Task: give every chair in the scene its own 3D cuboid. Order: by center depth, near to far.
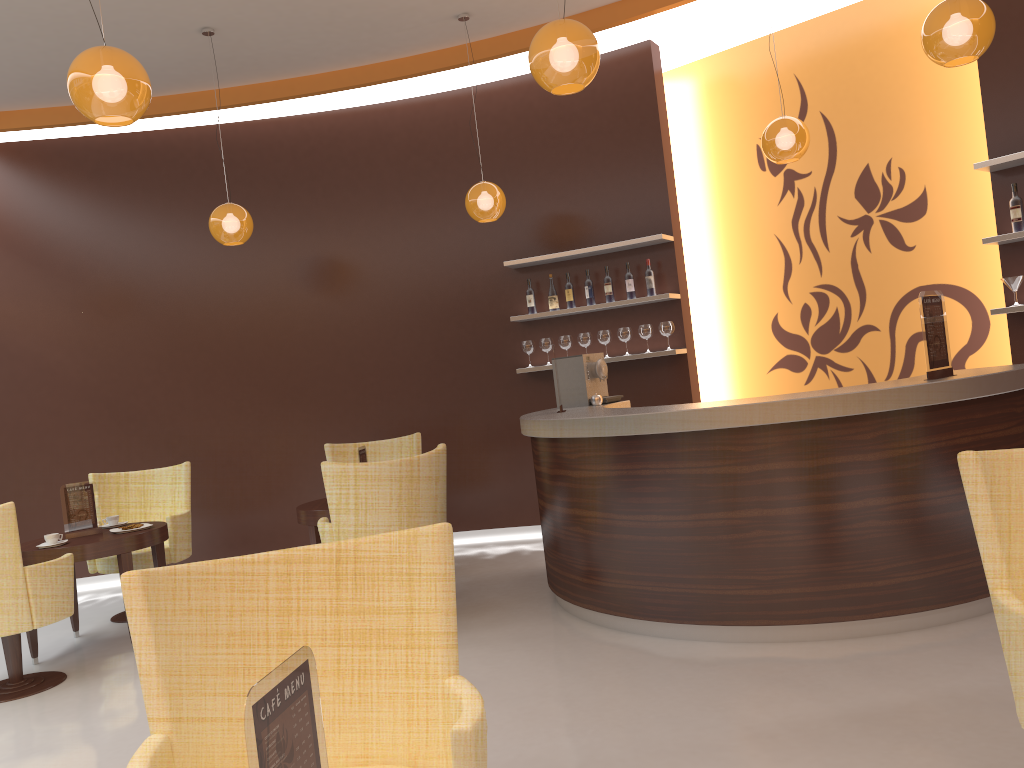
[{"bbox_3d":[-0.408,0.866,1.871,0.729,1.017,0.685,-7,0,-12],"label":"chair"},{"bbox_3d":[1.524,0.636,2.073,0.729,1.017,0.685,-7,0,8],"label":"chair"},{"bbox_3d":[-2.726,1.127,4.703,0.729,1.017,0.685,-7,0,23],"label":"chair"},{"bbox_3d":[-0.700,0.886,4.981,0.729,1.017,0.685,-7,0,-30],"label":"chair"},{"bbox_3d":[-2.628,1.108,6.300,0.729,1.017,0.685,-7,0,-5],"label":"chair"},{"bbox_3d":[-0.988,0.912,6.555,0.729,1.017,0.685,-7,0,-2],"label":"chair"}]

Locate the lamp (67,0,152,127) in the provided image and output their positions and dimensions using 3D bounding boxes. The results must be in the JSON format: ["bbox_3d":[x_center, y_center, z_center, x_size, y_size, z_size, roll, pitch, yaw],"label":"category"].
[{"bbox_3d":[-1.624,-1.758,3.419,0.299,1.500,0.299,-7,0,2],"label":"lamp"}]

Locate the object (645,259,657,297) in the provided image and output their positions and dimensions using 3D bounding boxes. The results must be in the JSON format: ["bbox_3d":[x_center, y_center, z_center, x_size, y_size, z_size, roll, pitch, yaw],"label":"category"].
[{"bbox_3d":[1.059,-0.811,6.799,0.073,0.297,0.073,-7,0,1],"label":"object"}]

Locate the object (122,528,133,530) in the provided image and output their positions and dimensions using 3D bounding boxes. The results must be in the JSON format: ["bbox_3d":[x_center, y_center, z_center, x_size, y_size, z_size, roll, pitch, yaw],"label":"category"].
[{"bbox_3d":[-2.369,0.893,5.465,0.051,0.018,0.054,-7,0,39],"label":"object"}]

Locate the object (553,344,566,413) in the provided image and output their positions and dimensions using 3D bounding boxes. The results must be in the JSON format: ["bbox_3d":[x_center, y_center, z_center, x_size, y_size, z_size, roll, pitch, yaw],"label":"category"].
[{"bbox_3d":[0.279,-0.036,5.420,0.052,0.414,0.258,-7,0,5],"label":"object"}]

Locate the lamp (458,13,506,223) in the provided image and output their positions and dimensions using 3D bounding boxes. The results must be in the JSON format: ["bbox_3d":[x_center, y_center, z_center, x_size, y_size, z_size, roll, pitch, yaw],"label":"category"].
[{"bbox_3d":[-0.265,-1.934,6.453,0.299,1.500,0.299,-7,0,-30],"label":"lamp"}]

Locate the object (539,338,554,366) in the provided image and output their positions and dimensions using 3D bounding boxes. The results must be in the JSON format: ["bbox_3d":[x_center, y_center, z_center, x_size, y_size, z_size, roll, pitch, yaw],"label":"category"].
[{"bbox_3d":[0.286,-0.259,7.174,0.125,0.221,0.125,-7,0,16],"label":"object"}]

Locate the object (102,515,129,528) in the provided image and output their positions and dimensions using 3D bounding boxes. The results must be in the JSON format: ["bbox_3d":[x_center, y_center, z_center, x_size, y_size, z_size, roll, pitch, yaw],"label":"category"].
[{"bbox_3d":[-2.616,0.903,5.821,0.153,0.069,0.153,-7,0,14],"label":"object"}]

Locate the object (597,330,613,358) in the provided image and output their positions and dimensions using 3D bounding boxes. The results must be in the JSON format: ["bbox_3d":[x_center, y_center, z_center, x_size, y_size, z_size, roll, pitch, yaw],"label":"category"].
[{"bbox_3d":[0.737,-0.311,6.989,0.125,0.221,0.125,-7,0,16],"label":"object"}]

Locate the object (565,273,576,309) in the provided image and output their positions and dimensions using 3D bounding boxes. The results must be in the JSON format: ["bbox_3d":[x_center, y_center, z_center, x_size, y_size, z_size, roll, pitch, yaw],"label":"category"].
[{"bbox_3d":[0.461,-0.742,7.089,0.073,0.297,0.073,-7,0,-39],"label":"object"}]

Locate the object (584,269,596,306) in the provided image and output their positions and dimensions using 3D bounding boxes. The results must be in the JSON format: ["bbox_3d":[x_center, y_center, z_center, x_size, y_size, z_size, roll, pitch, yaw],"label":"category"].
[{"bbox_3d":[0.613,-0.759,7.023,0.073,0.297,0.073,-7,0,1],"label":"object"}]

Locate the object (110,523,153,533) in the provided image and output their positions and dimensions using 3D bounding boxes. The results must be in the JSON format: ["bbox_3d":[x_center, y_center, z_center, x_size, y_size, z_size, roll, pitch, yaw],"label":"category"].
[{"bbox_3d":[-2.365,0.900,5.514,0.234,0.020,0.234,-7,0,-37],"label":"object"}]

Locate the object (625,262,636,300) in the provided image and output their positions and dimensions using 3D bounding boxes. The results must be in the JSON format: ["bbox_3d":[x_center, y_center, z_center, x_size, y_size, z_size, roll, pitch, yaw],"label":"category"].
[{"bbox_3d":[0.914,-0.794,6.876,0.073,0.297,0.073,-7,0,-11],"label":"object"}]

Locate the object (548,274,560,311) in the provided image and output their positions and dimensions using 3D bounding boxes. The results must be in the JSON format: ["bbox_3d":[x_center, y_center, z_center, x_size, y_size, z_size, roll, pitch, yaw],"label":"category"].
[{"bbox_3d":[0.329,-0.731,7.145,0.086,0.303,0.086,-7,0,-30],"label":"object"}]

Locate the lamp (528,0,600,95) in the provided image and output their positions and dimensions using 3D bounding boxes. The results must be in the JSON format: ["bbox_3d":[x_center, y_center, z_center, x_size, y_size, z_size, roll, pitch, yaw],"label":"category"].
[{"bbox_3d":[0.144,-1.969,3.683,0.299,1.500,0.299,-7,0,-30],"label":"lamp"}]

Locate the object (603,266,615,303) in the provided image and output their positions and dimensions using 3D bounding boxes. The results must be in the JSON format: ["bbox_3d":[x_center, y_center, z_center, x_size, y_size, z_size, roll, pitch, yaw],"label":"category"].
[{"bbox_3d":[0.758,-0.776,6.953,0.073,0.297,0.073,-7,0,1],"label":"object"}]

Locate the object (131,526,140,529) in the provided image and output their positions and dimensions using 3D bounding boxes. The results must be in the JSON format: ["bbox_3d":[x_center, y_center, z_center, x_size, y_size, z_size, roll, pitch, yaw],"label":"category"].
[{"bbox_3d":[-2.332,0.888,5.493,0.055,0.014,0.053,-7,0,-25],"label":"object"}]

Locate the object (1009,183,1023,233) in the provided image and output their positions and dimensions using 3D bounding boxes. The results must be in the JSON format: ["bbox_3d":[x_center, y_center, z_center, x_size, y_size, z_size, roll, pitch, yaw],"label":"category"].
[{"bbox_3d":[2.960,-1.028,5.197,0.073,0.297,0.073,-7,0,29],"label":"object"}]

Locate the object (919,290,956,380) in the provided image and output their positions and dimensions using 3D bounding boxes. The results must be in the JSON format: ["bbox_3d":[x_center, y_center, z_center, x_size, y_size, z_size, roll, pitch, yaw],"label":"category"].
[{"bbox_3d":[2.006,-0.235,4.199,0.258,0.414,0.052,-7,0,-40],"label":"object"}]

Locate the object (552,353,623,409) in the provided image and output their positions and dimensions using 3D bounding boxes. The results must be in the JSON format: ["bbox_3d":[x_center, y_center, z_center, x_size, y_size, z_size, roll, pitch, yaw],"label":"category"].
[{"bbox_3d":[0.513,-0.029,5.955,0.373,0.340,0.270,-7,0,37],"label":"object"}]

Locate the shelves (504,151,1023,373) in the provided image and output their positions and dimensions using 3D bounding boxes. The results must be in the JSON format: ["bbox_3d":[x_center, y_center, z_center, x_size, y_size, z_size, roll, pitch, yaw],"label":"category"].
[{"bbox_3d":[1.934,-0.757,5.921,4.744,0.902,0.586,-7,0,39],"label":"shelves"}]

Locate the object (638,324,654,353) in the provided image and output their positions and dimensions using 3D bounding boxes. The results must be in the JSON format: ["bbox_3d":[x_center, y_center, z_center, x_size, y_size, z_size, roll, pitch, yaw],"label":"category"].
[{"bbox_3d":[1.040,-0.346,6.843,0.125,0.221,0.125,-7,0,16],"label":"object"}]

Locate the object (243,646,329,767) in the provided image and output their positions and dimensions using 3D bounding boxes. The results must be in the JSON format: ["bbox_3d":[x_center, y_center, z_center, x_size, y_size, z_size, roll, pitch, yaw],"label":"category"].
[{"bbox_3d":[-0.267,0.513,1.095,0.042,0.335,0.209,-7,0,10],"label":"object"}]

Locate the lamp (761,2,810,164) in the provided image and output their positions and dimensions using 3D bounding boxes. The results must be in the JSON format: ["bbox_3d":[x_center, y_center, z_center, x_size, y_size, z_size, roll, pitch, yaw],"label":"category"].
[{"bbox_3d":[1.664,-2.158,5.629,0.299,1.500,0.299,-7,0,10],"label":"lamp"}]

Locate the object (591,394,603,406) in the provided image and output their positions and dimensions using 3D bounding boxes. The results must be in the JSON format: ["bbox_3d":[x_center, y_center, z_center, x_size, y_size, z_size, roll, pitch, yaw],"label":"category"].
[{"bbox_3d":[0.545,0.101,5.700,0.075,0.077,0.075,-7,0,-40],"label":"object"}]

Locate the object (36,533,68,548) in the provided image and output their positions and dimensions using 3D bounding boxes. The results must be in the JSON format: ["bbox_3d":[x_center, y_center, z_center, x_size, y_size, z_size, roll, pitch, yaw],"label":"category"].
[{"bbox_3d":[-2.692,0.915,5.188,0.153,0.069,0.153,-7,0,-8],"label":"object"}]

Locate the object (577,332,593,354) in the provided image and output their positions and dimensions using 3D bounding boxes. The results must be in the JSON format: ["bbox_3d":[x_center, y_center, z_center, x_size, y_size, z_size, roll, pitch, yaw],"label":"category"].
[{"bbox_3d":[0.587,-0.294,7.052,0.125,0.221,0.125,-7,0,16],"label":"object"}]

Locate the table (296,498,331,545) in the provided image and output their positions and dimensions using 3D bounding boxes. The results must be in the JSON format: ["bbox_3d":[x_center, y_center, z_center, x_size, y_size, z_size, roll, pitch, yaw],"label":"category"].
[{"bbox_3d":[-0.914,1.078,5.761,0.874,0.679,0.872,-7,0,38],"label":"table"}]

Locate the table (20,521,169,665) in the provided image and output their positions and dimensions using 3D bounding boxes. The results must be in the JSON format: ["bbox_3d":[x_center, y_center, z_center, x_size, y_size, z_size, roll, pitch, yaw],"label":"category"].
[{"bbox_3d":[-2.567,1.275,5.505,0.874,0.679,0.872,-7,0,38],"label":"table"}]

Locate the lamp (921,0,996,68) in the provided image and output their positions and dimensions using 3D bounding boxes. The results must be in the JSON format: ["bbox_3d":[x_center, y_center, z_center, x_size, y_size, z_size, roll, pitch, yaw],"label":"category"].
[{"bbox_3d":[1.912,-2.180,3.947,0.299,1.500,0.299,-7,0,10],"label":"lamp"}]

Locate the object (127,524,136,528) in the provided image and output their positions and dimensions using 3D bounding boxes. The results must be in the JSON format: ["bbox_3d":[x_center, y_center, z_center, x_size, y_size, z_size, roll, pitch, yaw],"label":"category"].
[{"bbox_3d":[-2.390,0.892,5.561,0.054,0.018,0.051,-7,0,-10],"label":"object"}]

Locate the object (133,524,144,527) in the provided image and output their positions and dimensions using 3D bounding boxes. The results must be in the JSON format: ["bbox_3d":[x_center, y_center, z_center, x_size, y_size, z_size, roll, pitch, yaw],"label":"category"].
[{"bbox_3d":[-2.344,0.889,5.558,0.055,0.018,0.052,-7,0,16],"label":"object"}]

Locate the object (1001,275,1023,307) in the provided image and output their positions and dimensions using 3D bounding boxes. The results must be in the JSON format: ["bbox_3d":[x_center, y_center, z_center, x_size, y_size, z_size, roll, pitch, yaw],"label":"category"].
[{"bbox_3d":[2.983,-0.547,5.258,0.137,0.174,0.137,-7,0,-44],"label":"object"}]

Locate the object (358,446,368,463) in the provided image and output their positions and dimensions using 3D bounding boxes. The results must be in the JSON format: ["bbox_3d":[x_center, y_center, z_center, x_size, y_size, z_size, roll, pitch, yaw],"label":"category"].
[{"bbox_3d":[-0.958,0.572,5.763,0.042,0.335,0.209,-7,0,5],"label":"object"}]

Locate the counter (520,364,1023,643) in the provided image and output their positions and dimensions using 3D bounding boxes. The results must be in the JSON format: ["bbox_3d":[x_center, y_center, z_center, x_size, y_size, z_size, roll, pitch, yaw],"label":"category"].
[{"bbox_3d":[1.165,0.624,4.799,2.917,1.100,1.586,-7,0,37],"label":"counter"}]

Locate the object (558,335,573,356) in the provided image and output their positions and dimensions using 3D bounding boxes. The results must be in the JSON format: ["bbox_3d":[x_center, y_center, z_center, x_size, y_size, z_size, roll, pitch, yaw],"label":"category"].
[{"bbox_3d":[0.438,-0.276,7.116,0.125,0.221,0.125,-7,0,16],"label":"object"}]

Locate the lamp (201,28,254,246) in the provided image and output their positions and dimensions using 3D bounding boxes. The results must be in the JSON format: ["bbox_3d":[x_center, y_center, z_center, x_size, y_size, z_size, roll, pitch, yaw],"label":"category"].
[{"bbox_3d":[-2.033,-1.723,6.189,0.299,1.500,0.299,-7,0,-30],"label":"lamp"}]

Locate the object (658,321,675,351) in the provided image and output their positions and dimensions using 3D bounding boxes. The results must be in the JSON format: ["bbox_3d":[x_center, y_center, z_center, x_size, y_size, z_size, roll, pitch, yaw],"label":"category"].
[{"bbox_3d":[1.185,-0.363,6.757,0.125,0.221,0.125,-7,0,16],"label":"object"}]

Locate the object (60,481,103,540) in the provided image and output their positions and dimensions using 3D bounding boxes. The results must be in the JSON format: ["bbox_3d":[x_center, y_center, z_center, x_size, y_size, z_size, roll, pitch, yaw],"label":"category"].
[{"bbox_3d":[-2.670,0.777,5.496,0.209,0.335,0.042,-7,0,-33],"label":"object"}]

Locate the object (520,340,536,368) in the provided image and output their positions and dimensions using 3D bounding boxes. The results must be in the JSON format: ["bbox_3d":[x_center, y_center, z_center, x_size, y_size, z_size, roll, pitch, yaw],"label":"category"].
[{"bbox_3d":[0.137,-0.241,7.225,0.125,0.221,0.125,-7,0,16],"label":"object"}]

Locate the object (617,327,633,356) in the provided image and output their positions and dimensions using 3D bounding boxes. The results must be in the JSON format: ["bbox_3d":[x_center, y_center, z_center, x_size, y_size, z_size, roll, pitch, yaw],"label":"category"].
[{"bbox_3d":[0.888,-0.329,6.917,0.125,0.221,0.125,-7,0,16],"label":"object"}]

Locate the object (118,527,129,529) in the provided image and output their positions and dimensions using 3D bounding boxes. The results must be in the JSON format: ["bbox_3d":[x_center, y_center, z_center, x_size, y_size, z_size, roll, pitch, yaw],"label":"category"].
[{"bbox_3d":[-2.400,0.889,5.482,0.055,0.016,0.052,-7,0,-9],"label":"object"}]

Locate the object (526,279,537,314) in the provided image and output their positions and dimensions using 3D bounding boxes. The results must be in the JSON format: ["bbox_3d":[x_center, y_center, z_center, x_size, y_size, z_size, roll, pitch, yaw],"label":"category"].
[{"bbox_3d":[0.153,-0.706,7.190,0.073,0.297,0.073,-7,0,1],"label":"object"}]
